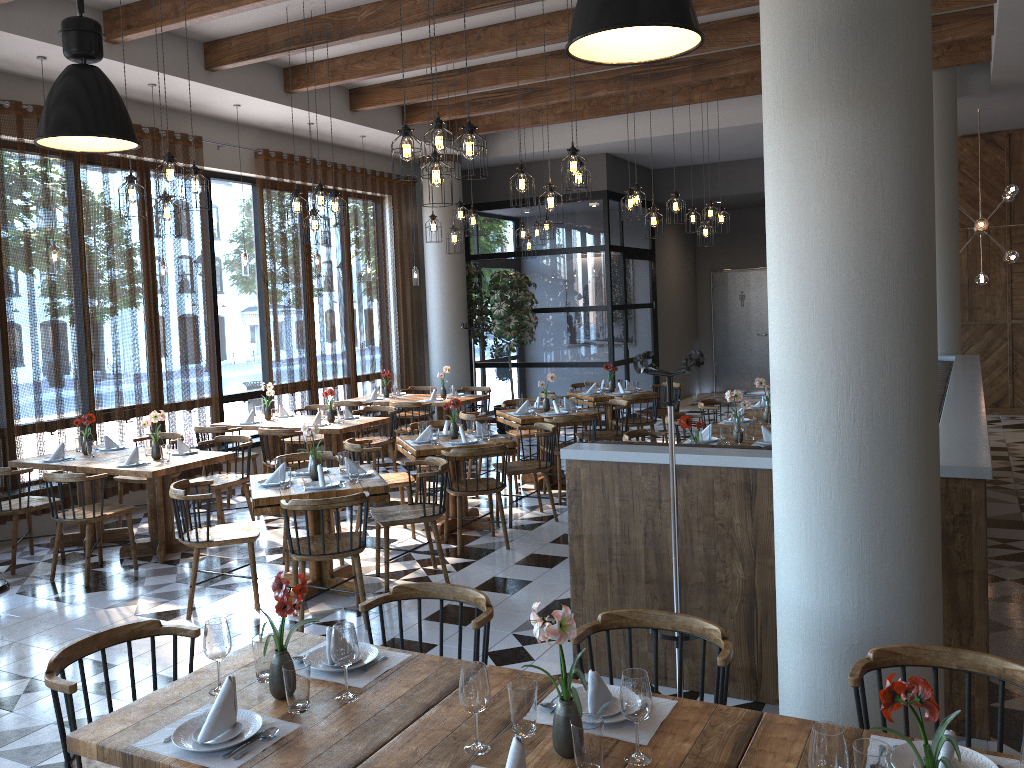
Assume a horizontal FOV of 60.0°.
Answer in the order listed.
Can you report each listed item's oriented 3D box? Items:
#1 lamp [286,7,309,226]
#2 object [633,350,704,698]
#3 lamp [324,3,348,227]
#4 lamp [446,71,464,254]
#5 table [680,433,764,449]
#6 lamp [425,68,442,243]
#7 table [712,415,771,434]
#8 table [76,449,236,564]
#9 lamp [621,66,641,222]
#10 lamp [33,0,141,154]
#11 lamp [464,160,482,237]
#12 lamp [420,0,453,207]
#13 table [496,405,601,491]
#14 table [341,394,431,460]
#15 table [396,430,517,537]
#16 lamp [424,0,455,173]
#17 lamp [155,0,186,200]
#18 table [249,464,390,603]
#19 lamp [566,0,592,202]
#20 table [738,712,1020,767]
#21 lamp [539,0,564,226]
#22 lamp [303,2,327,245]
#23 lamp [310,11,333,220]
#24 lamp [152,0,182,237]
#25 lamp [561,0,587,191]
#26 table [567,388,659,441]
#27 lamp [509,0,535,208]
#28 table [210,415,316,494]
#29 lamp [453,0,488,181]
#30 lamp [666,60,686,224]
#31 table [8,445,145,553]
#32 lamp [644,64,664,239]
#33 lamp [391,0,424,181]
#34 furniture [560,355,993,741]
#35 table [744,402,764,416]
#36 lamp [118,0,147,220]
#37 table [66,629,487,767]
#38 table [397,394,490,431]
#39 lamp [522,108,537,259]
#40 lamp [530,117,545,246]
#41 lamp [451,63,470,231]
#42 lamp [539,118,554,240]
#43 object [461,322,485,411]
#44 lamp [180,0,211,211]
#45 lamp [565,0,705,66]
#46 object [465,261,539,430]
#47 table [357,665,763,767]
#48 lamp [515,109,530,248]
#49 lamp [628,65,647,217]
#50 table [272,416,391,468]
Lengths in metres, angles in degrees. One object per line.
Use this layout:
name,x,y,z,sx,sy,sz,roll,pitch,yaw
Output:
lamp,-1.862,-2.379,7.486,0.175,2.066,0.175,0,3,35
object,0.705,0.689,3.825,0.374,1.655,0.375,-2,3,5
lamp,-1.491,-2.330,7.257,0.175,2.066,0.175,-2,3,13
lamp,-0.654,-2.433,9.483,0.175,2.066,0.175,-1,3,22
table,1.750,0.826,6.813,0.850,0.762,0.852,0,5,27
lamp,-0.880,-2.555,9.484,0.175,2.066,0.175,-3,3,-11
table,2.251,0.719,7.779,0.850,0.762,0.852,0,5,27
table,-2.838,0.986,7.159,0.850,0.762,0.852,0,5,27
lamp,1.083,-2.577,8.334,0.175,2.066,0.175,-2,3,0
lamp,-1.742,-1.888,3.520,0.390,1.861,0.391,-2,3,15
lamp,-0.451,-2.611,9.425,0.175,2.066,0.175,-2,3,11
lamp,-0.462,-2.033,4.931,0.175,2.066,0.175,-5,4,-44
table,0.379,0.666,9.234,0.865,0.762,0.866,-4,4,-17
table,-1.594,0.553,11.415,0.850,0.762,0.852,0,5,27
table,-0.476,0.849,7.587,0.865,0.762,0.866,-4,4,-17
lamp,-0.462,-2.284,5.152,0.175,2.066,0.175,-5,4,-44
lamp,-2.327,-2.274,5.895,0.175,2.066,0.175,-2,3,13
table,-1.303,1.027,5.992,0.865,0.762,0.866,-4,4,-17
lamp,0.452,-2.385,6.481,0.175,2.066,0.175,-3,3,-13
table,0.880,1.308,1.837,0.850,0.762,0.852,0,5,27
lamp,0.247,-2.199,6.450,0.175,2.066,0.175,-2,3,-2
lamp,-1.685,-2.201,7.362,0.175,2.066,0.175,-5,4,-43
lamp,-1.681,-2.452,7.582,0.175,2.066,0.175,-5,4,-43
lamp,-2.432,-2.057,6.107,0.175,2.066,0.175,-2,3,13
lamp,0.402,-2.421,6.276,0.175,2.066,0.175,-2,3,-2
table,1.243,0.481,10.900,0.865,0.762,0.866,-4,4,-17
lamp,0.037,-2.313,6.361,0.175,2.066,0.175,-4,3,-35
table,-2.585,0.765,9.505,0.850,0.762,0.852,0,5,27
lamp,-0.267,-2.164,4.830,0.175,2.066,0.175,-2,3,12
lamp,1.518,-2.554,8.364,0.175,2.066,0.175,-4,3,-22
table,-3.597,0.982,7.554,0.850,0.762,0.852,0,5,27
lamp,1.305,-2.412,8.334,0.175,2.066,0.175,-2,3,11
lamp,-0.641,-2.211,5.052,0.175,2.066,0.175,-1,3,34
furniture,2.632,0.582,6.973,1.917,1.147,6.606,0,6,27
table,2.758,0.610,8.756,0.850,0.762,0.852,0,5,27
lamp,-2.658,-2.176,6.075,0.175,2.066,0.175,-3,3,-20
table,-0.634,1.301,2.625,0.850,0.762,0.852,0,5,27
table,-0.834,0.557,11.020,0.850,0.762,0.852,0,5,27
lamp,0.178,-2.617,11.142,0.175,2.066,0.175,0,4,40
lamp,0.283,-2.811,11.317,0.175,2.066,0.175,-1,3,29
lamp,-0.579,-2.647,9.256,0.175,2.066,0.175,-1,3,22
lamp,0.399,-2.857,11.144,0.175,2.066,0.175,0,4,40
object,-0.534,-0.048,12.633,0.375,1.655,0.375,-5,4,-40
lamp,-2.225,-2.238,6.081,0.175,2.066,0.175,-2,3,2
lamp,0.306,-1.878,2.454,0.390,1.861,0.391,-2,3,5
object,-0.338,-0.592,13.375,1.634,2.587,1.383,-2,3,11
table,0.122,1.304,2.231,0.850,0.762,0.852,0,5,27
lamp,0.097,-2.725,10.928,0.175,2.066,0.175,-2,3,7
lamp,1.171,-2.654,8.519,0.175,2.066,0.175,-2,3,11
table,-1.825,0.769,9.110,0.850,0.762,0.852,0,5,27
